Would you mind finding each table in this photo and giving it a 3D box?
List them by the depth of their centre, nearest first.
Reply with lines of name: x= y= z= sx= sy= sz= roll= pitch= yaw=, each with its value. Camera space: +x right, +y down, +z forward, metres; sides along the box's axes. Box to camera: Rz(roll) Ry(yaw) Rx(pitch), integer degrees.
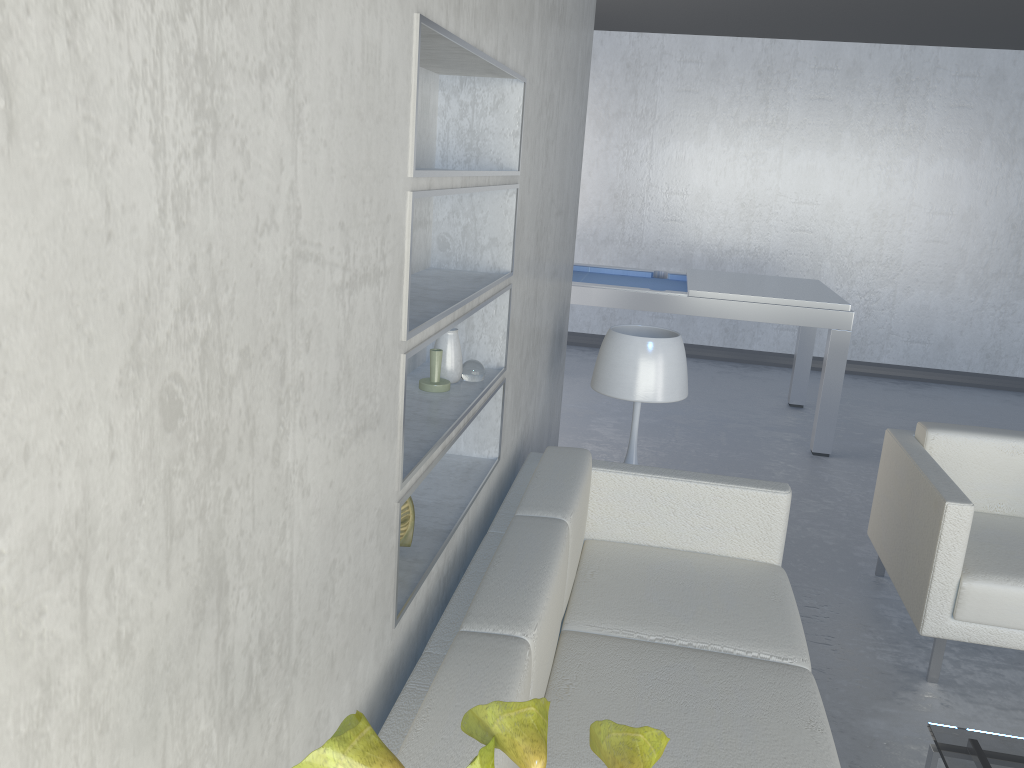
table: x=1.346 y=1.062 z=1.828 sx=0.773 sy=0.190 sz=0.730 roll=6 pitch=14 yaw=9
table: x=0.880 y=-0.263 z=5.551 sx=2.095 sy=0.835 sz=1.180 roll=6 pitch=14 yaw=9

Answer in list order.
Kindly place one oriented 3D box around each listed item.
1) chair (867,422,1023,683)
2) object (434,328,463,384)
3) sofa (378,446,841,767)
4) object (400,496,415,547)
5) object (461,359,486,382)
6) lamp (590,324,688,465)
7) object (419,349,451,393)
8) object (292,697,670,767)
chair: x=1.693 y=0.553 z=2.980 sx=0.748 sy=0.662 sz=0.821 roll=6 pitch=14 yaw=9
object: x=-0.158 y=-0.071 z=2.165 sx=0.079 sy=0.130 sz=0.079 roll=6 pitch=14 yaw=7
sofa: x=0.269 y=0.724 z=1.907 sx=0.821 sy=0.658 sz=1.881 roll=6 pitch=14 yaw=9
object: x=-0.238 y=0.257 z=1.770 sx=0.088 sy=0.179 sz=0.163 roll=4 pitch=14 yaw=-1
object: x=-0.098 y=-0.036 z=2.210 sx=0.064 sy=0.050 sz=0.064 roll=8 pitch=15 yaw=15
lamp: x=0.449 y=0.095 z=3.193 sx=0.347 sy=0.582 sz=0.347 roll=-2 pitch=15 yaw=-21
object: x=-0.180 y=-0.034 z=2.090 sx=0.074 sy=0.094 sz=0.074 roll=-3 pitch=16 yaw=-26
object: x=0.042 y=0.776 z=0.839 sx=0.387 sy=1.051 sz=0.400 roll=15 pitch=18 yaw=36
